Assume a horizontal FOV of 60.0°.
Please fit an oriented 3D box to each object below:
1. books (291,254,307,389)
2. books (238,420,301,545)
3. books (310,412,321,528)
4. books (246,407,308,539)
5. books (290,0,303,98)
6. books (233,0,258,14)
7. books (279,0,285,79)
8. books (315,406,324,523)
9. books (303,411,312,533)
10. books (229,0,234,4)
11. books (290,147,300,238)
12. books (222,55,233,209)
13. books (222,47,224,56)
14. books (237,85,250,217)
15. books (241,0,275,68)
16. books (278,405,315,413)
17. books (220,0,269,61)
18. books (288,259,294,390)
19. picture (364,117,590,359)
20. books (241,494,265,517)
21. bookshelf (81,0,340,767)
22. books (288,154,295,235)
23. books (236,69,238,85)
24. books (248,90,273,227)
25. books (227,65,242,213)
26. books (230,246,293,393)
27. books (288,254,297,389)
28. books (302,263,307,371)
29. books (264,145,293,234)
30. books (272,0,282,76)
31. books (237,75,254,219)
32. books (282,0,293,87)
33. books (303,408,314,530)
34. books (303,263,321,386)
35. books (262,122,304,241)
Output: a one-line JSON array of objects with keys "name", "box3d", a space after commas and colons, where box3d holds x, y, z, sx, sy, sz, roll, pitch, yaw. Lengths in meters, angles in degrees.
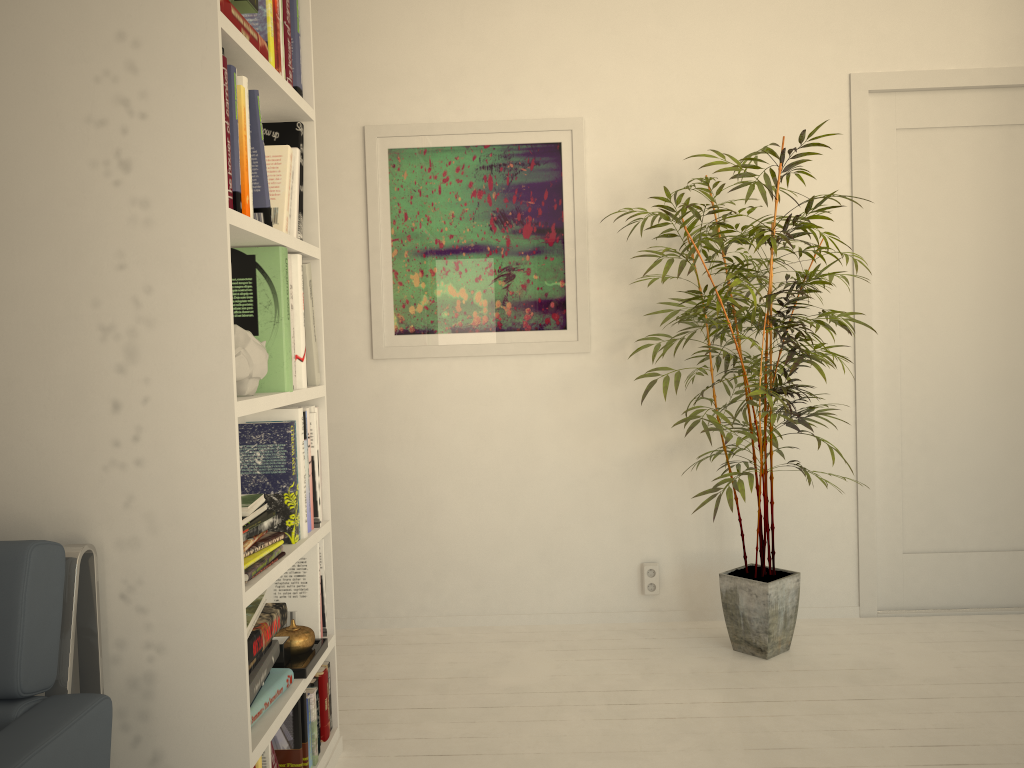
[{"name": "books", "box3d": [-0.621, -0.146, 2.138, 0.240, 0.324, 0.037, -2, 2, 2]}, {"name": "books", "box3d": [-0.607, 0.232, 2.079, 0.200, 0.284, 0.057, -2, 2, 2]}, {"name": "books", "box3d": [-0.593, 0.221, 2.243, 0.208, 0.291, 0.022, -2, 2, 2]}, {"name": "books", "box3d": [-0.617, 0.216, 2.127, 0.241, 0.311, 0.037, -2, 2, 2]}, {"name": "books", "box3d": [-0.630, -0.847, 2.262, 0.179, 0.289, 0.054, -2, 2, 2]}, {"name": "books", "box3d": [-0.662, -0.819, 1.787, 0.205, 0.035, 0.314, -2, 2, 2]}, {"name": "books", "box3d": [-0.642, -0.847, 2.125, 0.185, 0.301, 0.029, -2, 2, 2]}, {"name": "books", "box3d": [-0.612, 0.213, 2.310, 0.229, 0.303, 0.039, -2, 2, 2]}, {"name": "books", "box3d": [-0.577, 0.220, 2.189, 0.150, 0.304, 0.035, -2, 2, 2]}, {"name": "books", "box3d": [-0.647, -0.768, 1.787, 0.128, 0.064, 0.268, -3, 3, -28]}, {"name": "books", "box3d": [-0.629, -0.466, 2.206, 0.196, 0.244, 0.092, -2, 2, 2]}, {"name": "books", "box3d": [-0.636, -0.467, 1.677, 0.203, 0.291, 0.032, -2, 2, 2]}, {"name": "books", "box3d": [-0.635, -0.481, 1.702, 0.179, 0.317, 0.021, -2, 2, 2]}, {"name": "books", "box3d": [-0.625, -0.454, 1.756, 0.199, 0.260, 0.024, -2, 2, 2]}, {"name": "books", "box3d": [-0.655, -0.847, 2.057, 0.200, 0.300, 0.032, -2, 2, 2]}, {"name": "books", "box3d": [-0.582, 0.212, 2.274, 0.161, 0.308, 0.037, -2, 2, 2]}, {"name": "books", "box3d": [-0.637, -0.710, 1.790, 0.202, 0.056, 0.301, -2, 2, 2]}, {"name": "books", "box3d": [-0.618, -0.133, 2.061, 0.199, 0.311, 0.065, -2, 2, 2]}, {"name": "picture", "box3d": [-0.130, -0.543, 3.332, 0.822, 0.876, 0.012, -2, 2, 2]}, {"name": "books", "box3d": [-0.589, 0.252, 1.832, 0.127, 0.019, 0.166, -2, 2, -5]}, {"name": "bookshelf", "box3d": [-0.638, -0.448, 1.965, 0.249, 2.900, 0.710, -2, 2, 2]}, {"name": "books", "box3d": [-0.607, -0.458, 2.162, 0.138, 0.225, 0.106, -2, 2, 2]}, {"name": "books", "box3d": [-0.642, -0.475, 1.778, 0.193, 0.304, 0.020, -2, 2, 2]}, {"name": "books", "box3d": [-0.628, -0.475, 1.901, 0.200, 0.288, 0.093, -2, 2, 2]}, {"name": "books", "box3d": [-0.633, -0.468, 1.728, 0.200, 0.289, 0.030, -2, 2, 2]}, {"name": "books", "box3d": [-0.616, -0.141, 2.000, 0.228, 0.328, 0.056, -2, 2, 2]}, {"name": "books", "box3d": [-0.636, -0.143, 2.106, 0.235, 0.321, 0.023, -2, 2, 2]}, {"name": "books", "box3d": [-0.615, -0.150, 2.185, 0.202, 0.327, 0.056, -2, 2, 2]}, {"name": "books", "box3d": [-0.601, -0.459, 2.126, 0.133, 0.232, 0.115, -2, 2, 2]}, {"name": "books", "box3d": [-0.648, -0.846, 2.092, 0.199, 0.302, 0.039, -2, 2, 2]}, {"name": "books", "box3d": [-0.627, -0.472, 1.804, 0.189, 0.290, 0.032, -2, 2, 2]}, {"name": "books", "box3d": [-0.634, -0.844, 2.168, 0.182, 0.291, 0.059, -2, 2, 2]}, {"name": "books", "box3d": [-0.608, 0.215, 2.220, 0.213, 0.305, 0.025, -2, 2, 2]}, {"name": "books", "box3d": [-0.619, -0.147, 2.264, 0.229, 0.316, 0.099, -2, 2, 2]}, {"name": "books", "box3d": [-0.621, -0.506, 2.256, 0.179, 0.319, 0.092, -2, 2, 2]}]
